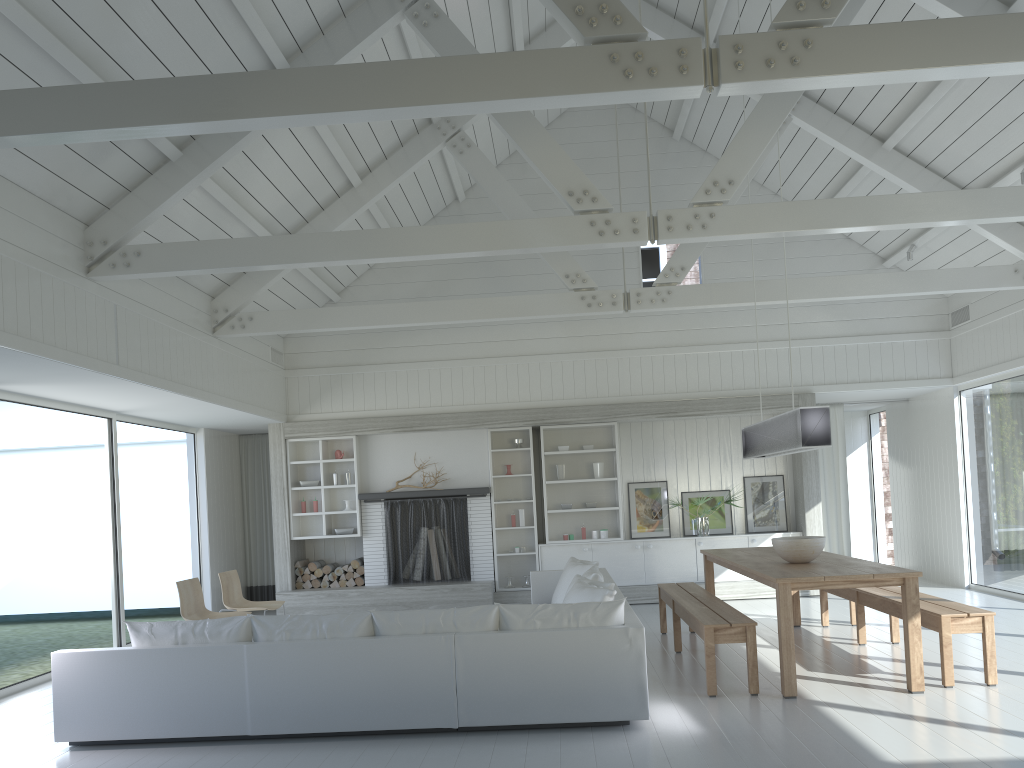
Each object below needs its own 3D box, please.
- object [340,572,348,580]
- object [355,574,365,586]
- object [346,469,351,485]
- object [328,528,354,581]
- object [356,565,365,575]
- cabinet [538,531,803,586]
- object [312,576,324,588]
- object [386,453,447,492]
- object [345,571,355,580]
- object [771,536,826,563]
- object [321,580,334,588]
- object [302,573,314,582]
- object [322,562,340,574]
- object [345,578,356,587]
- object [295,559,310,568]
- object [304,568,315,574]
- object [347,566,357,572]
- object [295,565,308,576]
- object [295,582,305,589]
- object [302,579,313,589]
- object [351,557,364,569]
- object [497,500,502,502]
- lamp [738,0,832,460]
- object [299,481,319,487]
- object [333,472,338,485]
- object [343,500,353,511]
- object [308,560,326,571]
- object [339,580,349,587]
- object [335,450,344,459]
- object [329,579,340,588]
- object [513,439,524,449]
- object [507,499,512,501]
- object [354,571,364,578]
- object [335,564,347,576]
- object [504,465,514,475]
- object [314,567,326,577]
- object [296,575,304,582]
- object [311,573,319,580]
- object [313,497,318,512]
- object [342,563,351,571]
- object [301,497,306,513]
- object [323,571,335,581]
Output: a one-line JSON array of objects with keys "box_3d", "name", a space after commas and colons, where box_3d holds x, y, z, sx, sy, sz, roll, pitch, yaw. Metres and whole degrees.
[{"box_3d": [-2.087, 2.412, 11.128, 0.080, 0.079, 0.480, -3, -7, 1], "name": "object"}, {"box_3d": [-1.878, 2.472, 11.130, 0.110, 0.110, 0.497, -3, -7, 1], "name": "object"}, {"box_3d": [-2.031, 1.158, 10.963, 0.054, 0.196, 0.054, -3, -2, 4], "name": "object"}, {"box_3d": [-2.157, 2.142, 11.113, 0.341, 0.641, 0.616, -2, -4, -12], "name": "object"}, {"box_3d": [-1.864, 2.337, 11.131, 0.109, 0.109, 0.497, -3, -7, 1], "name": "object"}, {"box_3d": [1.937, 2.180, 10.956, 3.182, 0.549, 0.656, -3, -5, 3], "name": "cabinet"}, {"box_3d": [-2.420, 2.503, 11.157, 0.110, 0.110, 0.497, -3, -7, 1], "name": "object"}, {"box_3d": [-1.106, 1.067, 10.776, 0.782, 0.501, 0.460, 0, -5, -27], "name": "object"}, {"box_3d": [-2.001, 2.405, 11.137, 0.109, 0.109, 0.497, -3, -7, 1], "name": "object"}, {"box_3d": [2.142, 1.241, 6.580, 0.389, 0.184, 0.392, -2, -6, -6], "name": "object"}, {"box_3d": [-2.307, 2.498, 11.159, 0.105, 0.114, 0.520, -3, -7, 2], "name": "object"}, {"box_3d": [-2.543, 2.436, 11.164, 0.109, 0.109, 0.497, -3, -7, 1], "name": "object"}, {"box_3d": [-2.289, 2.331, 11.153, 0.109, 0.109, 0.497, -3, -7, 1], "name": "object"}, {"box_3d": [-1.980, 2.496, 11.150, 0.134, 0.146, 0.551, -3, -7, 2], "name": "object"}, {"box_3d": [-2.653, 2.266, 11.159, 0.080, 0.079, 0.480, -3, -7, 1], "name": "object"}, {"box_3d": [-2.536, 2.343, 11.152, 0.080, 0.079, 0.480, -3, -7, 1], "name": "object"}, {"box_3d": [-1.994, 2.312, 11.125, 0.080, 0.079, 0.480, -3, -7, 1], "name": "object"}, {"box_3d": [-2.631, 2.356, 11.170, 0.109, 0.109, 0.497, -3, -7, 1], "name": "object"}, {"box_3d": [-2.624, 2.537, 11.175, 0.108, 0.106, 0.517, -3, -7, 1], "name": "object"}, {"box_3d": [-2.522, 2.527, 11.178, 0.134, 0.146, 0.551, -3, -7, 2], "name": "object"}, {"box_3d": [-1.931, 2.261, 11.136, 0.110, 0.110, 0.497, -3, -7, 1], "name": "object"}, {"box_3d": [-0.153, 1.441, 10.891, 0.054, 0.025, 0.054, -3, -6, 3], "name": "object"}, {"box_3d": [2.020, -1.559, 7.004, 0.200, 4.232, 1.912, -3, -2, 3], "name": "lamp"}, {"box_3d": [-2.527, 1.250, 11.002, 0.242, 0.072, 0.244, -1, -7, -12], "name": "object"}, {"box_3d": [-2.196, 1.167, 10.971, 0.054, 0.196, 0.054, -3, -2, 4], "name": "object"}, {"box_3d": [-2.040, 1.510, 10.954, 0.137, 0.130, 0.138, -2, -4, -10], "name": "object"}, {"box_3d": [-2.465, 2.298, 11.163, 0.110, 0.110, 0.497, -3, -7, 1], "name": "object"}, {"box_3d": [-2.082, 2.506, 11.147, 0.108, 0.106, 0.517, -3, -7, 1], "name": "object"}, {"box_3d": [-2.149, 0.879, 10.963, 0.059, 0.126, 0.232, -1, -6, -42], "name": "object"}, {"box_3d": [-2.177, 2.525, 11.160, 0.134, 0.146, 0.551, -3, -7, 2], "name": "object"}, {"box_3d": [0.083, 0.744, 10.932, 0.162, 0.124, 0.161, -6, -6, 35], "name": "object"}, {"box_3d": [-0.032, 1.441, 10.939, 0.054, 0.025, 0.054, -3, -6, 3], "name": "object"}, {"box_3d": [-1.909, 2.390, 11.126, 0.080, 0.079, 0.480, -3, -7, 1], "name": "object"}, {"box_3d": [-2.135, 2.349, 11.145, 0.109, 0.109, 0.497, -3, -7, 1], "name": "object"}, {"box_3d": [-0.039, 1.072, 10.960, 0.137, 0.130, 0.137, 1, -6, -45], "name": "object"}, {"box_3d": [-2.391, 2.372, 11.157, 0.109, 0.109, 0.497, -3, -7, 1], "name": "object"}, {"box_3d": [-2.629, 2.443, 11.155, 0.080, 0.079, 0.480, -3, -7, 1], "name": "object"}, {"box_3d": [-2.451, 2.421, 11.153, 0.080, 0.079, 0.480, -3, -7, 1], "name": "object"}, {"box_3d": [-2.445, 1.501, 10.978, 0.054, 0.196, 0.054, -3, -2, 4], "name": "object"}, {"box_3d": [-2.058, 2.304, 11.128, 0.086, 0.091, 0.482, -3, -7, 1], "name": "object"}, {"box_3d": [-2.597, 1.509, 10.986, 0.054, 0.196, 0.054, -3, -2, 4], "name": "object"}, {"box_3d": [-2.299, 2.424, 11.139, 0.080, 0.079, 0.480, -3, -7, 1], "name": "object"}]
